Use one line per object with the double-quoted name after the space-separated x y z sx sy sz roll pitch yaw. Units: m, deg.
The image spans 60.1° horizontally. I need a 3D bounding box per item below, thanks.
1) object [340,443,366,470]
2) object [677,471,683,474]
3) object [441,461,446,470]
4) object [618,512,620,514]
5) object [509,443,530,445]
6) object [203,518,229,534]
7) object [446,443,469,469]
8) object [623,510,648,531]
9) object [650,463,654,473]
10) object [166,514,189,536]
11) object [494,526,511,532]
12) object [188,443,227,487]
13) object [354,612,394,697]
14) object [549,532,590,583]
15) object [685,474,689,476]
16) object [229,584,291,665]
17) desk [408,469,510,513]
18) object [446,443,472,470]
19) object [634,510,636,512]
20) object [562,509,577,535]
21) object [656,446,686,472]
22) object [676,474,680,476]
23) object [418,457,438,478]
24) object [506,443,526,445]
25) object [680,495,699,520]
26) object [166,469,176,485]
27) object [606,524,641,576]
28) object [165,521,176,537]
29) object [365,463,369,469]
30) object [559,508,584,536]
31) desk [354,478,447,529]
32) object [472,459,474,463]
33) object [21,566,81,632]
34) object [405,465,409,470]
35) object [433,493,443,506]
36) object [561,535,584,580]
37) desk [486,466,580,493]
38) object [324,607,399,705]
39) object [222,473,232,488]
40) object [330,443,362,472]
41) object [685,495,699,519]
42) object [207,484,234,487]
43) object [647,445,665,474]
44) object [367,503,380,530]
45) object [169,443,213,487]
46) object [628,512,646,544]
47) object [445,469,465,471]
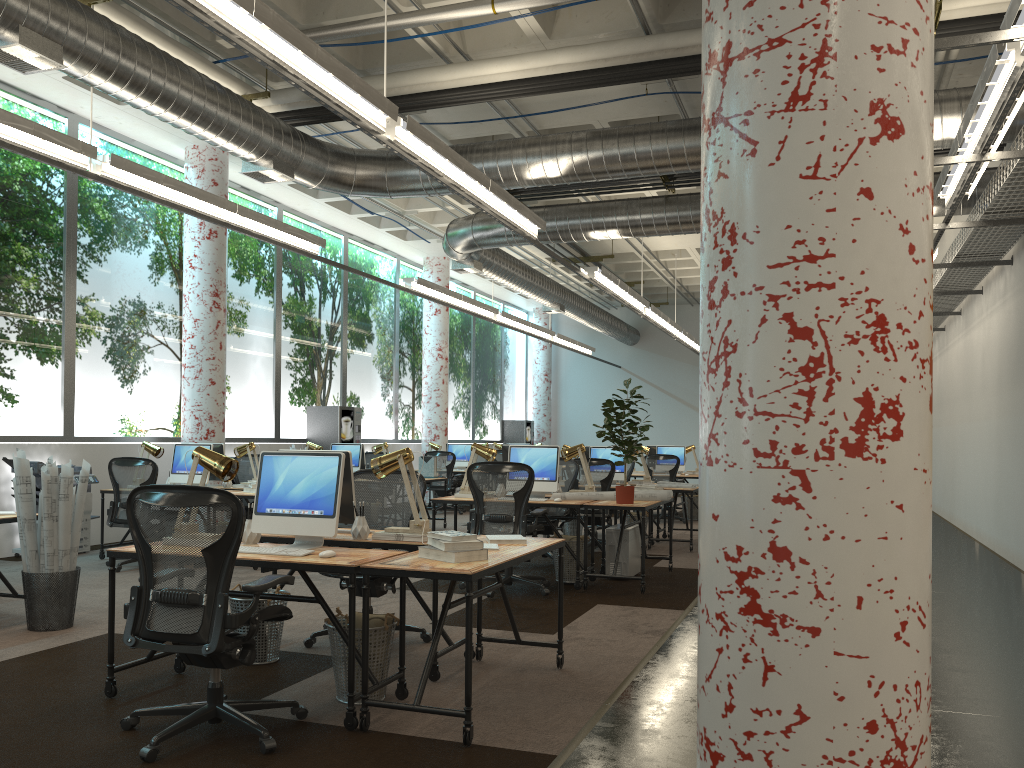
-2.359 1.102 12.823 0.483 0.485 0.190 0 -1 20 "object"
2.867 1.435 15.113 0.101 0.209 0.101 1 -1 -25 "object"
-1.240 1.463 16.157 0.101 0.209 0.101 1 -1 -25 "object"
1.808 2.106 15.724 0.353 0.398 0.353 1 -2 -25 "object"
0.159 1.522 19.043 0.483 0.485 0.190 0 -1 20 "object"
-3.036 1.617 9.217 0.358 0.434 0.353 0 -2 16 "object"
-1.009 1.354 16.573 0.483 0.485 0.190 0 -1 20 "object"
1.512 1.767 10.908 0.358 0.434 0.353 0 -2 16 "object"
2.339 1.415 14.869 0.101 0.209 0.101 1 -1 -25 "object"
-3.747 1.657 9.949 0.358 0.434 0.353 0 -2 16 "object"
-0.198 1.586 8.670 0.358 0.434 0.353 0 -2 16 "object"
-3.418 0.905 9.884 0.483 0.485 0.190 0 -1 20 "object"
-0.714 1.347 4.434 0.235 0.403 0.120 0 -1 20 "object"
0.513 1.546 7.938 0.358 0.434 0.353 0 -2 16 "object"
2.842 1.476 14.379 0.059 0.029 0.106 -1 -4 21 "object"
-1.456 1.369 5.093 0.358 0.434 0.353 0 -2 16 "object"
-0.728 1.936 16.189 1.940 0.723 1.403 -1 -3 20 "desk"
-0.941 1.317 15.987 0.483 0.485 0.190 0 -1 20 "object"
2.210 2.065 15.278 0.235 0.403 0.120 0 -1 20 "object"
0.769 1.815 11.567 0.235 0.403 0.120 0 -1 20 "object"
2.638 1.268 14.699 0.483 0.485 0.190 0 -1 20 "object"
2.536 1.488 14.496 0.439 0.017 0.119 -1 -4 20 "object"
-1.210 1.195 12.673 0.280 0.302 0.150 0 -1 20 "object"
0.092 1.559 19.629 0.483 0.485 0.190 0 -1 20 "object"
2.953 2.016 14.619 0.358 0.434 0.353 0 -2 16 "object"
-3.649 1.015 9.468 0.101 0.209 0.101 1 -1 -25 "object"
1.056 1.571 8.363 0.221 0.454 0.542 0 -2 20 "object"
-3.779 1.665 9.876 0.235 0.403 0.120 0 -1 20 "object"
-2.063 1.232 12.651 0.101 0.209 0.101 1 -1 -25 "object"
0.800 1.807 11.640 0.358 0.434 0.353 0 -2 16 "object"
-2.079 1.685 12.439 1.940 0.723 1.403 -1 -3 20 "desk"
-0.712 1.484 16.401 0.101 0.209 0.101 1 -1 -25 "object"
-3.077 1.435 5.912 0.353 0.398 0.353 1 -2 -25 "object"
-1.503 1.141 11.861 0.280 0.302 0.150 0 -1 20 "object"
-1.369 2.113 16.566 0.235 0.403 0.120 0 -1 20 "object"
0.545 1.565 8.010 0.235 0.403 0.120 0 -1 20 "object"
0.373 2.141 19.245 1.940 0.723 1.403 -1 -3 20 "desk"
-0.745 1.329 4.362 0.358 0.434 0.353 0 -2 16 "object"
-3.122 1.035 9.711 0.101 0.209 0.101 1 -1 -25 "object"
-2.574 1.431 12.336 1.078 1.208 0.191 0 -1 20 "object"
2.984 2.035 14.691 0.235 0.403 0.120 0 -1 20 "object"
-3.320 1.152 10.082 0.439 0.017 0.119 -1 -4 20 "object"
2.571 1.305 15.285 0.483 0.485 0.190 0 -1 20 "object"
-1.946 1.832 12.229 0.235 0.403 0.120 0 -1 20 "object"
-3.351 0.869 9.298 0.483 0.485 0.190 0 -1 20 "object"
1.543 1.785 10.980 0.235 0.403 0.120 0 -1 20 "object"
-1.043 1.536 15.784 0.439 0.017 0.119 -1 -4 20 "object"
